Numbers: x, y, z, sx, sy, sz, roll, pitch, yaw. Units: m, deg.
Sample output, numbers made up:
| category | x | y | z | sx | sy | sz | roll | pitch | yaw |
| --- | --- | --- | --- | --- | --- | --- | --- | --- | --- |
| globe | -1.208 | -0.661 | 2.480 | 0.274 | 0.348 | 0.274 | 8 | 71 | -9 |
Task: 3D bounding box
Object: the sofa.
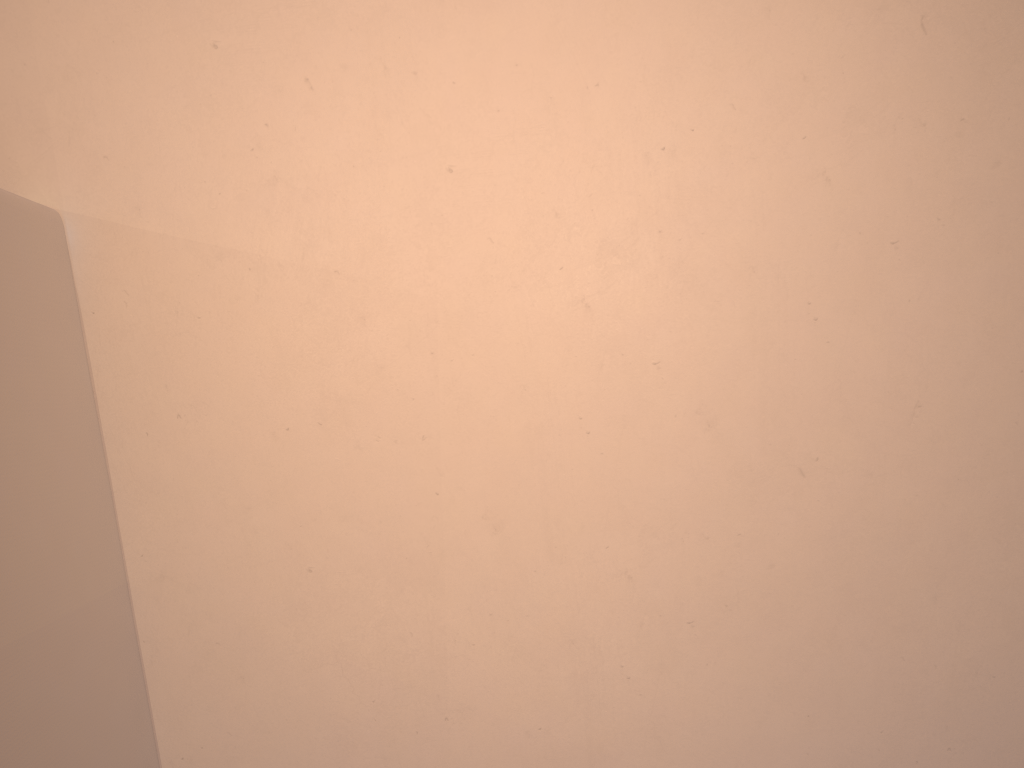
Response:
| category | x | y | z | sx | sy | sz | roll | pitch | yaw |
| --- | --- | --- | --- | --- | --- | --- | --- | --- | --- |
| sofa | -0.757 | 0.163 | 0.415 | 0.987 | 0.326 | 0.568 | 0 | 104 | 0 |
